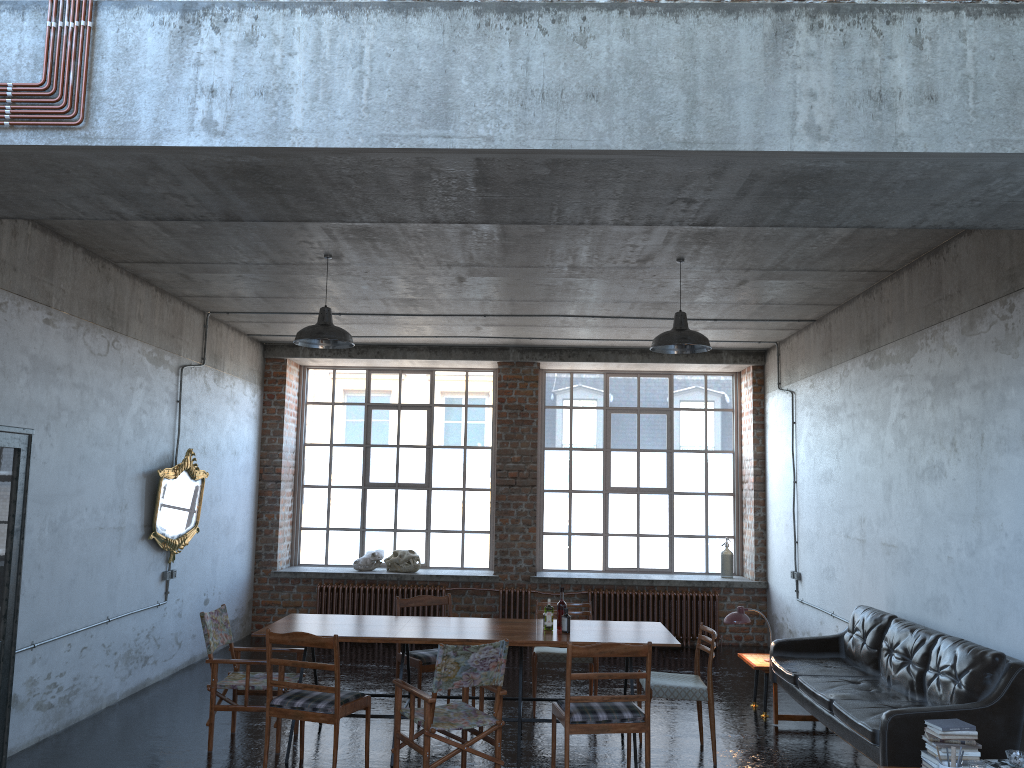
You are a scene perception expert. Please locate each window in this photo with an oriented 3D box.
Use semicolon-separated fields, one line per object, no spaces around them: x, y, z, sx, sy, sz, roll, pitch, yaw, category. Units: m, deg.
4.306;2.945;12.675;19.864;12.900;0.747;1;-7;2;window

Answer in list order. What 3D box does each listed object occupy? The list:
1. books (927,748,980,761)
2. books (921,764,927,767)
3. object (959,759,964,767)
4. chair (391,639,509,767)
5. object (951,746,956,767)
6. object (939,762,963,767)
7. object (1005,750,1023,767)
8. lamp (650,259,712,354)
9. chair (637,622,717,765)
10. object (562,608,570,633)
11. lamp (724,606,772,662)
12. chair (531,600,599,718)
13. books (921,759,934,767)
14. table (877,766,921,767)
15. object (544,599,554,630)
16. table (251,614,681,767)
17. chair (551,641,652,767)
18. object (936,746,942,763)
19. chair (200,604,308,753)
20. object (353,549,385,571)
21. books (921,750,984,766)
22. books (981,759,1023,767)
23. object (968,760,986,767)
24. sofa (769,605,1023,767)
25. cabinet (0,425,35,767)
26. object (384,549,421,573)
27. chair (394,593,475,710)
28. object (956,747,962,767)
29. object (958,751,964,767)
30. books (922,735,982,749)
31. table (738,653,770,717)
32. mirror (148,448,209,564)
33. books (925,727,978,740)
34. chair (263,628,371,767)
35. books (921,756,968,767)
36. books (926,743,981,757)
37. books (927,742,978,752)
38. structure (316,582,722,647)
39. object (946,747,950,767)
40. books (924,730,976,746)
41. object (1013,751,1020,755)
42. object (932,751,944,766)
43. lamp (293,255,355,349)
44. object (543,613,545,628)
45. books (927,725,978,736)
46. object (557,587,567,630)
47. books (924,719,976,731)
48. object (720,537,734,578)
2.396;2.009;4.817;0.221;0.023;0.147;1;-7;1;books
2.378;2.095;4.795;0.249;0.023;0.175;1;-7;-3;books
2.320;2.037;4.623;0.068;0.159;0.009;-1;-7;15;object
-0.410;2.188;5.907;0.574;1.031;0.713;5;-8;-28;chair
2.326;2.020;4.671;0.023;0.204;0.037;-5;-9;41;object
2.295;2.060;4.632;0.110;0.137;0.110;1;-7;2;object
2.691;2.002;4.731;0.103;0.068;0.103;4;-7;-25;object
1.393;-0.726;7.336;0.502;0.891;0.502;0;-7;6;lamp
1.277;2.357;6.812;0.577;0.971;0.589;1;-7;1;chair
0.415;1.812;6.798;0.051;0.180;0.097;4;-8;-26;object
2.201;2.299;8.181;0.496;0.492;0.220;2;-7;-6;lamp
0.471;2.488;8.046;0.589;0.971;0.577;1;-7;1;chair
2.379;2.072;4.797;0.249;0.023;0.175;1;-7;2;books
2.461;2.361;4.663;0.811;0.458;0.649;1;-7;2;table
0.287;1.790;6.892;0.070;0.235;0.041;1;-7;1;object
-0.336;2.360;6.882;3.112;0.917;1.067;1;-7;2;table
0.597;2.233;6.009;0.573;1.028;0.509;2;-7;-9;chair
2.263;2.018;4.666;0.046;0.202;0.023;-4;-8;37;object
-2.019;2.275;6.899;0.713;1.031;0.574;1;-7;2;chair
-1.960;2.418;12.161;0.281;0.281;0.575;-2;-8;28;object
2.389;2.034;4.818;0.245;0.028;0.193;1;-7;-3;books
2.645;2.052;4.749;0.225;0.029;0.179;2;-7;-6;books
2.422;2.050;4.614;0.087;0.155;0.087;4;-7;-26;object
2.642;2.269;6.450;0.929;1.045;2.610;1;-7;1;sofa
-3.330;1.279;4.264;0.572;2.297;2.386;1;-7;2;cabinet
-1.513;2.406;12.087;0.418;0.305;0.625;4;-7;-24;object
-0.687;2.434;7.920;0.573;1.028;0.509;6;-8;-34;chair
2.340;1.999;4.655;0.052;0.185;0.009;1;-7;3;object
2.339;2.006;4.642;0.062;0.169;0.009;1;-7;1;object
2.390;1.947;4.825;0.244;0.019;0.174;1;-7;2;books
2.553;2.773;8.131;0.811;0.458;0.649;1;-7;2;table
-3.413;1.256;9.163;0.172;1.182;1.339;1;-7;2;mirror
2.397;1.905;4.840;0.209;0.023;0.167;2;-7;-4;books
-1.351;2.216;6.180;0.573;1.028;0.509;-2;-7;21;chair
2.389;2.055;4.814;0.255;0.014;0.192;1;-7;5;books
2.396;1.989;4.825;0.224;0.021;0.158;1;-7;2;books
2.394;1.967;4.821;0.205;0.022;0.155;1;-7;-3;books
0.060;3.018;11.605;5.349;0.713;0.232;1;-7;2;structure
2.305;2.012;4.680;0.009;0.167;0.061;-1;-7;14;object
2.382;1.925;4.827;0.231;0.023;0.162;-1;-7;17;books
2.691;1.996;4.733;0.081;0.060;0.065;3;-7;-16;object
2.276;2.025;4.650;0.137;0.190;0.009;1;-7;5;object
-1.553;-0.772;7.420;0.502;0.891;0.502;0;-7;6;lamp
0.284;1.839;7.003;0.077;0.173;0.077;3;-7;-13;object
2.396;1.883;4.832;0.205;0.020;0.155;1;-7;2;books
0.390;1.754;6.934;0.075;0.324;0.075;-2;-8;27;object
2.391;1.862;4.844;0.201;0.024;0.159;2;-7;-8;books
2.928;2.364;12.079;0.172;0.551;0.172;8;-9;-44;object
